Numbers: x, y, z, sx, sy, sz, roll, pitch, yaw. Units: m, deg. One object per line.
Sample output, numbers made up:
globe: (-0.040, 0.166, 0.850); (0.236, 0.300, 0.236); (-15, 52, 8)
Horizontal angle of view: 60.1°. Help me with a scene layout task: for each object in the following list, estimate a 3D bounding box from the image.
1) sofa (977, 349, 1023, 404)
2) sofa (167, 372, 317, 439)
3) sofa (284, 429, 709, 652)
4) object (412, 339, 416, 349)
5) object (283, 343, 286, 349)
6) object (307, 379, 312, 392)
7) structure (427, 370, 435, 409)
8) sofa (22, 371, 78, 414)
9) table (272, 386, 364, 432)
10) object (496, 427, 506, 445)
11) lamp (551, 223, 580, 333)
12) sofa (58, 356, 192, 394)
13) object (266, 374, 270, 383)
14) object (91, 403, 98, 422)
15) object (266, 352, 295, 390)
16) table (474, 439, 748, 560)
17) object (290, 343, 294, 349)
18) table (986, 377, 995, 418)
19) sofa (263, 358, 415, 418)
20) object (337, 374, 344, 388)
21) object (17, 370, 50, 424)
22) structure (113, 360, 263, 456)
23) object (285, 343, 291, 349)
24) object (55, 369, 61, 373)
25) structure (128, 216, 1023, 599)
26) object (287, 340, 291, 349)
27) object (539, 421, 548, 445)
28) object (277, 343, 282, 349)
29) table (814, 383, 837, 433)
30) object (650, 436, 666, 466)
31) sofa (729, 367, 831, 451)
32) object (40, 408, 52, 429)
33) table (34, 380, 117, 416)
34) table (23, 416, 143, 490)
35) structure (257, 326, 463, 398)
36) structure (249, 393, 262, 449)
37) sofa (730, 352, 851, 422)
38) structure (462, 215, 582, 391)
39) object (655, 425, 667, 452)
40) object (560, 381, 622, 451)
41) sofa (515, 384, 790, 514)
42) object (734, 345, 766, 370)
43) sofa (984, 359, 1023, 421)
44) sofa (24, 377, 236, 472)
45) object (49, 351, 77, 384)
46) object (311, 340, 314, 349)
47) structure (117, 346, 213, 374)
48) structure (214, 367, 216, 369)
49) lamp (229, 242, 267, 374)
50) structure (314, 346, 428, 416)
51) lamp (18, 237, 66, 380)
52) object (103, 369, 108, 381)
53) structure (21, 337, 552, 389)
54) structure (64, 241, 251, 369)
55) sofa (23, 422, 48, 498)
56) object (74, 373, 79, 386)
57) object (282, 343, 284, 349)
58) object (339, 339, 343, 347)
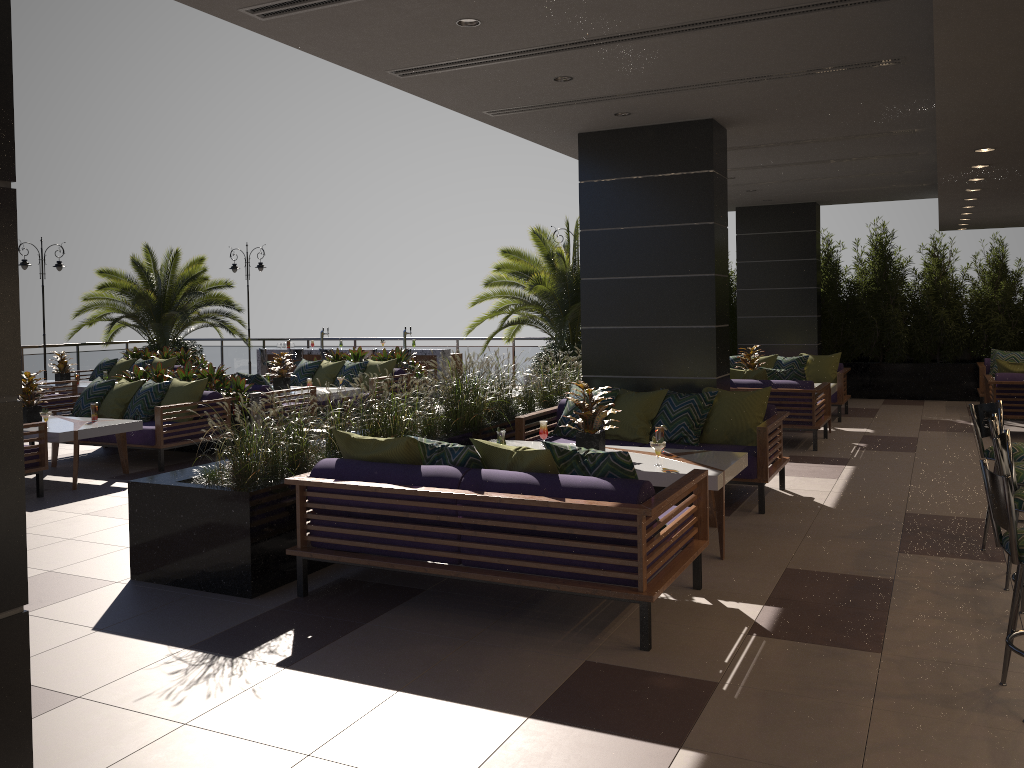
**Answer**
sofa: (7.859, -0.052, 12.641); (2.126, 0.918, 1.122); (1, 4, 26)
sofa: (-3.693, 0.263, 11.366); (2.126, 0.918, 1.122); (1, 4, 26)
sofa: (-0.072, 0.720, 5.000); (2.126, 0.918, 1.122); (1, 4, 26)
object: (-1.853, -0.752, 16.732); (0.069, 0.197, 0.082); (-2, 2, -28)
object: (-4.752, -0.756, 18.597); (0.105, 0.208, 0.105); (-1, 2, 1)
object: (-2.711, 0.020, 11.855); (0.069, 0.181, 0.069); (-1, 2, 14)
structure: (-1.252, 0.135, 13.695); (0.100, 0.699, 0.180); (0, 2, 26)
sofa: (-7.724, 0.176, 13.320); (2.126, 0.918, 1.122); (1, 4, 26)
table: (-3.187, 0.352, 12.388); (2.037, 0.553, 0.944); (1, 4, 26)
object: (-0.076, 0.412, 6.308); (0.069, 0.211, 0.069); (-1, 2, 9)
lamp: (1.301, -1.514, 17.214); (1.122, 3.323, 0.264); (0, 1, 26)
sofa: (-6.704, -0.013, 15.395); (2.126, 0.918, 1.122); (1, 4, 26)
object: (-3.588, -0.068, 13.030); (0.082, 0.197, 0.069); (-2, 2, -23)
object: (-4.212, 0.283, 8.930); (0.067, 0.189, 0.084); (-2, 2, -34)
object: (-3.209, -0.183, 12.341); (0.425, 0.526, 0.431); (1, 3, 38)
table: (0.559, 0.783, 6.313); (2.037, 0.553, 0.943); (1, 4, 26)
object: (-4.623, -0.758, 18.588); (0.105, 0.208, 0.105); (-1, 2, 1)
table: (7.307, 0.237, 11.461); (2.037, 0.553, 0.944); (1, 4, 26)
sofa: (-2.681, 0.074, 13.444); (2.126, 0.918, 1.122); (1, 4, 26)
object: (-2.407, -0.042, 12.444); (0.106, 0.197, 0.106); (-2, 2, -31)
object: (-4.866, 0.127, 8.931); (0.430, 0.526, 0.425); (1, 4, 43)
structure: (-4.012, 0.297, 10.693); (2.419, 1.171, 0.702); (1, 3, 28)
object: (-4.681, -0.749, 18.496); (0.105, 0.208, 0.105); (-1, 2, 1)
object: (-7.635, -0.147, 14.878); (0.106, 0.197, 0.106); (-2, 2, -31)
structure: (1.534, -0.366, 4.402); (7.817, 3.116, 24.786); (1, 5, 26)
object: (-4.551, -0.806, 18.040); (0.067, 0.189, 0.084); (-2, 2, -39)
object: (0.245, 0.377, 6.847); (0.069, 0.181, 0.069); (-1, 2, 9)
object: (-4.888, -0.754, 18.593); (0.105, 0.208, 0.105); (-1, 2, 1)
table: (3.192, 0.289, 11.746); (2.037, 0.553, 0.944); (1, 4, 26)
object: (0.962, 0.440, 5.832); (0.106, 0.197, 0.106); (-2, 2, -36)
sofa: (2.623, 0.214, 10.562); (2.126, 0.918, 1.122); (1, 4, 26)
object: (-4.442, 0.324, 8.437); (0.106, 0.197, 0.106); (-2, 2, -31)
table: (-7.208, 0.265, 14.337); (2.037, 0.553, 0.944); (1, 4, 26)
table: (-4.846, 0.664, 8.965); (2.037, 0.553, 0.944); (1, 4, 26)
structure: (-3.104, -0.470, 17.643); (4.401, 1.327, 0.806); (1, 3, 26)
structure: (-2.949, 0.454, 10.193); (0.100, 0.699, 0.180); (0, 2, 26)
sofa: (3.743, 0.004, 12.872); (2.126, 0.918, 1.122); (1, 4, 26)
structure: (1.034, -1.356, 15.548); (3.802, 3.298, 3.758); (-2, 3, -21)
object: (1.076, 0.394, 6.405); (0.067, 0.189, 0.084); (-2, 2, -39)
object: (0.546, 0.245, 6.293); (0.430, 0.526, 0.425); (1, 3, 38)
sofa: (1.214, 0.479, 7.652); (2.126, 0.918, 1.122); (1, 4, 26)
object: (3.181, -0.250, 11.737); (0.430, 0.526, 0.425); (1, 4, 43)
sofa: (6.739, 0.158, 10.330); (2.126, 0.918, 1.122); (1, 4, 26)
sofa: (-4.324, 0.387, 9.998); (2.126, 0.918, 1.122); (1, 4, 26)
object: (-7.278, -0.270, 14.302); (0.425, 0.526, 0.430); (-3, 3, -37)
object: (-4.007, -0.790, 17.781); (0.069, 0.181, 0.069); (-1, 2, -2)
structure: (-6.403, -0.106, 16.124); (2.251, 1.170, 0.738); (1, 3, 27)
structure: (-5.293, 0.048, 15.654); (0.100, 0.699, 0.180); (0, 2, 26)
lamp: (-6.205, -1.676, 20.853); (1.122, 3.323, 0.264); (0, 1, 26)
structure: (-2.324, -0.021, 14.184); (2.251, 1.170, 0.738); (1, 3, 27)
lamp: (-9.829, -1.424, 18.581); (0.264, 3.323, 1.124); (0, 2, 26)
object: (-6.619, -0.134, 14.412); (0.069, 0.211, 0.069); (-1, 2, 14)
structure: (-6.267, 0.230, 11.466); (12.917, 1.057, 17.544); (1, 5, 26)
structure: (-7.796, -1.541, 19.764); (3.800, 3.298, 3.761); (-1, 3, -6)
sofa: (-5.343, 0.576, 7.923); (2.126, 0.918, 1.122); (1, 4, 26)
object: (-6.787, -0.071, 13.808); (0.067, 0.189, 0.084); (-2, 2, -34)
object: (-4.844, -0.763, 18.700); (0.105, 0.208, 0.105); (-1, 2, 1)
object: (-3.375, -0.792, 17.474); (0.069, 0.211, 0.069); (-1, 2, 9)
